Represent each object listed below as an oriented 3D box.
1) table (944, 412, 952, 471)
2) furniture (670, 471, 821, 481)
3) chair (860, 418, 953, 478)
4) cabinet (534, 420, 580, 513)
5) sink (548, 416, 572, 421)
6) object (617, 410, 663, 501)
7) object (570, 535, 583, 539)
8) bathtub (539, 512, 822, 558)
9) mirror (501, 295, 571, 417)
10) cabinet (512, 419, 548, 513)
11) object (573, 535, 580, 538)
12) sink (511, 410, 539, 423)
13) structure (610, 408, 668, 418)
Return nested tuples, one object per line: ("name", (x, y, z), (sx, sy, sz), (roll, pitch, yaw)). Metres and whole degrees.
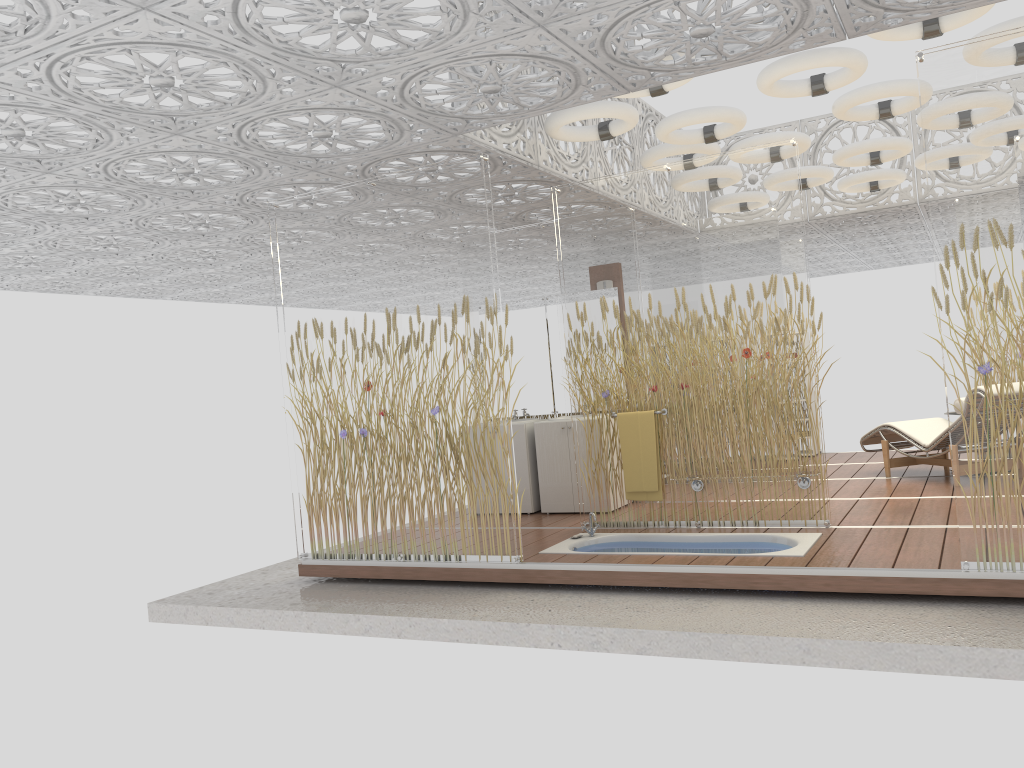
("table", (4.189, 0.504, 7.903), (0.420, 0.535, 0.420), (-5, 0, -2))
("furniture", (1.564, 0.622, 5.991), (0.977, 0.014, 0.178), (-5, 0, 28))
("chair", (3.786, 0.414, 7.714), (0.635, 0.811, 1.787), (-5, 0, -12))
("cabinet", (0.624, 0.687, 7.749), (0.643, 0.782, 0.549), (-5, 0, 28))
("sink", (0.598, 0.320, 7.767), (0.573, 0.266, 0.499), (-5, 0, 31))
("object", (0.926, 0.524, 6.425), (0.283, 0.656, 0.042), (-5, 0, 28))
("object", (0.460, 1.089, 6.309), (0.065, 0.011, 0.108), (-5, 0, 37))
("bathtub", (1.096, 1.154, 5.798), (1.700, 0.582, 0.700), (-5, 0, 28))
("mirror", (0.353, -0.262, 8.165), (1.422, 1.081, 0.009), (-5, 0, 28))
("cabinet", (-0.009, 0.744, 8.085), (0.643, 0.782, 0.549), (-5, 0, 28))
("object", (0.460, 1.082, 6.309), (0.035, 0.016, 0.066), (-5, 0, 37))
("sink", (-0.035, 0.376, 8.102), (0.573, 0.266, 0.499), (-5, 0, 25))
("structure", (0.910, 0.217, 6.450), (0.442, 0.047, 0.078), (-5, 0, 28))
